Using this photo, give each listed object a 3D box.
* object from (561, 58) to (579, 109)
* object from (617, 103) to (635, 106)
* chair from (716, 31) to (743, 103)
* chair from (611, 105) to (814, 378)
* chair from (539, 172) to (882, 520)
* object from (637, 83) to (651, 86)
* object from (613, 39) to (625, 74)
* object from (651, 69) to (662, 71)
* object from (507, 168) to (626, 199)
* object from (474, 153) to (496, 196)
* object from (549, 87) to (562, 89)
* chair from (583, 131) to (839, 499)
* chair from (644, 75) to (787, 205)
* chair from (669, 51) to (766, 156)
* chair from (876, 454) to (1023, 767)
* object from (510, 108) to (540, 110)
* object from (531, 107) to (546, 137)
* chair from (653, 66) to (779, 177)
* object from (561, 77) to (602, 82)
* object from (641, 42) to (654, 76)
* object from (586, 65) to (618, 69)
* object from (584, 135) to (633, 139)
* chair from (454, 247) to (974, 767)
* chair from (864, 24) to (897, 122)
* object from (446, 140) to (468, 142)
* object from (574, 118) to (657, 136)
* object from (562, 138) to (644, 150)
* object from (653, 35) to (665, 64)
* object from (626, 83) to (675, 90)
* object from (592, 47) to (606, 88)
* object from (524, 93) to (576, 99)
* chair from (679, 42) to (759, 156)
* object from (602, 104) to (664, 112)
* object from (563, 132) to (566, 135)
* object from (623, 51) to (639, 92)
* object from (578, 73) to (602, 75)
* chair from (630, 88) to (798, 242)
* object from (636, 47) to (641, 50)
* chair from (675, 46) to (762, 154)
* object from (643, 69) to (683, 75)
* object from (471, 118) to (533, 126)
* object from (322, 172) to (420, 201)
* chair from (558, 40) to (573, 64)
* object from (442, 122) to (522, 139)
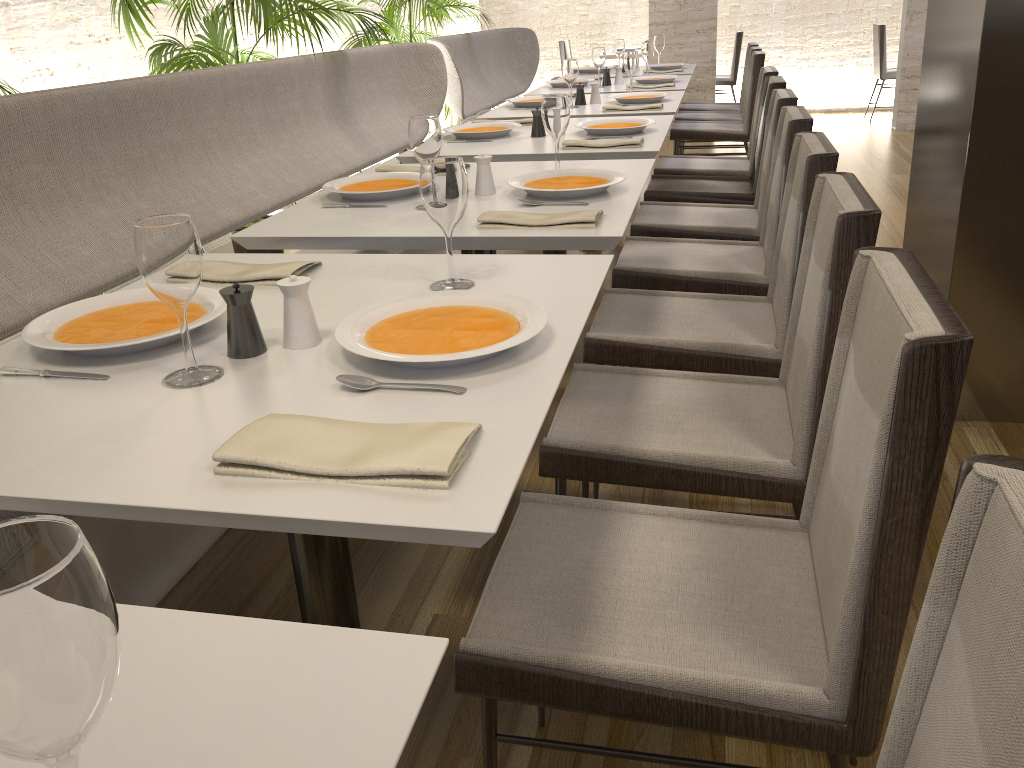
[{"bbox_3d":[0.287,-1.476,4.355,0.087,0.227,0.087,16,28,40],"label":"object"},{"bbox_3d":[0.602,-1.364,4.315,0.181,0.015,0.039,3,23,14],"label":"object"},{"bbox_3d":[2.090,-3.156,9.163,0.566,0.893,0.417,2,22,13],"label":"chair"},{"bbox_3d":[0.618,-0.386,2.793,0.566,0.893,0.417,2,22,13],"label":"chair"},{"bbox_3d":[0.366,0.071,1.744,0.566,0.893,0.417,2,22,13],"label":"chair"},{"bbox_3d":[0.843,-1.800,5.317,0.181,0.015,0.039,3,23,14],"label":"object"},{"bbox_3d":[0.771,-2.356,6.376,0.087,0.227,0.087,16,28,40],"label":"object"},{"bbox_3d":[1.091,-2.251,6.352,0.181,0.015,0.039,3,23,14],"label":"object"},{"bbox_3d":[0.148,-0.538,2.398,0.322,0.035,0.326,-7,23,-7],"label":"object"},{"bbox_3d":[-0.076,-0.574,2.415,0.059,0.108,0.060,-1,22,5],"label":"object"},{"bbox_3d":[0.320,-1.817,5.439,0.185,0.010,0.017,2,23,13],"label":"object"},{"bbox_3d":[0.489,-0.152,2.256,0.566,0.893,0.417,2,22,13],"label":"chair"},{"bbox_3d":[0.870,-0.844,3.845,0.566,0.893,0.417,2,22,13],"label":"chair"},{"bbox_3d":[1.299,-1.622,5.632,0.566,0.893,0.417,2,22,13],"label":"chair"},{"bbox_3d":[0.115,0.528,0.694,0.566,0.893,0.417,2,22,13],"label":"chair"},{"bbox_3d":[0.080,-1.381,4.437,0.185,0.010,0.017,2,23,13],"label":"object"},{"bbox_3d":[0.101,-1.021,3.453,0.059,0.108,0.060,-1,22,5],"label":"object"},{"bbox_3d":[0.992,-1.064,4.352,0.566,0.893,0.417,2,22,13],"label":"chair"},{"bbox_3d":[0.456,-2.027,5.910,0.273,0.032,0.144,2,23,13],"label":"object"},{"bbox_3d":[0.873,-2.080,5.707,0.087,0.227,0.087,16,28,40],"label":"object"},{"bbox_3d":[0.704,-2.478,6.945,0.273,0.032,0.144,2,23,13],"label":"object"},{"bbox_3d":[0.359,-0.921,3.299,0.181,0.015,0.039,3,23,14],"label":"object"},{"bbox_3d":[0.244,0.293,1.234,0.566,0.893,0.417,2,22,13],"label":"chair"},{"bbox_3d":[3.847,-3.091,8.761,0.566,0.893,0.417,2,22,13],"label":"chair"},{"bbox_3d":[-0.164,-0.939,3.421,0.185,0.010,0.017,2,23,13],"label":"object"},{"bbox_3d":[0.403,-1.001,3.461,0.322,0.035,0.326,-7,23,-7],"label":"object"},{"bbox_3d":[0.324,-0.852,3.138,0.273,0.032,0.144,2,23,13],"label":"object"},{"bbox_3d":[1.118,-2.526,6.731,0.087,0.227,0.087,16,28,40],"label":"object"},{"bbox_3d":[0.808,-1.731,5.155,0.273,0.032,0.144,2,23,13],"label":"object"},{"bbox_3d":[0.526,-1.910,5.352,0.087,0.227,0.087,16,28,40],"label":"object"},{"bbox_3d":[0.216,-1.591,4.908,0.273,0.032,0.144,2,23,13],"label":"object"},{"bbox_3d":[1.546,-2.072,6.665,0.566,0.893,0.417,2,22,13],"label":"chair"},{"bbox_3d":[0.567,-1.294,4.153,0.273,0.032,0.144,2,23,13],"label":"object"},{"bbox_3d":[0.179,-1.037,3.479,0.059,0.108,0.060,-1,22,5],"label":"object"},{"bbox_3d":[0.634,-1.647,4.711,0.087,0.227,0.087,16,28,40],"label":"object"},{"bbox_3d":[0.568,-2.268,6.474,0.185,0.010,0.017,2,23,13],"label":"object"},{"bbox_3d":[0.742,-0.611,3.310,0.566,0.893,0.417,2,22,13],"label":"chair"},{"bbox_3d":[1.263,-3.616,9.568,0.273,0.032,0.144,2,23,13],"label":"object"},{"bbox_3d":[1.421,-1.844,6.141,0.566,0.893,0.417,2,22,13],"label":"chair"},{"bbox_3d":[1.056,-2.181,6.191,0.273,0.032,0.144,2,23,13],"label":"object"},{"bbox_3d":[-0.028,-1.149,3.892,0.273,0.032,0.144,2,23,13],"label":"object"},{"bbox_3d":[-0.375,-0.558,2.519,0.322,0.035,0.326,-7,23,-7],"label":"object"},{"bbox_3d":[0.811,-3.203,9.456,0.566,0.893,0.417,2,22,13],"label":"chair"},{"bbox_3d":[-0.120,-1.021,3.583,0.322,0.035,0.326,-7,23,-7],"label":"object"}]
